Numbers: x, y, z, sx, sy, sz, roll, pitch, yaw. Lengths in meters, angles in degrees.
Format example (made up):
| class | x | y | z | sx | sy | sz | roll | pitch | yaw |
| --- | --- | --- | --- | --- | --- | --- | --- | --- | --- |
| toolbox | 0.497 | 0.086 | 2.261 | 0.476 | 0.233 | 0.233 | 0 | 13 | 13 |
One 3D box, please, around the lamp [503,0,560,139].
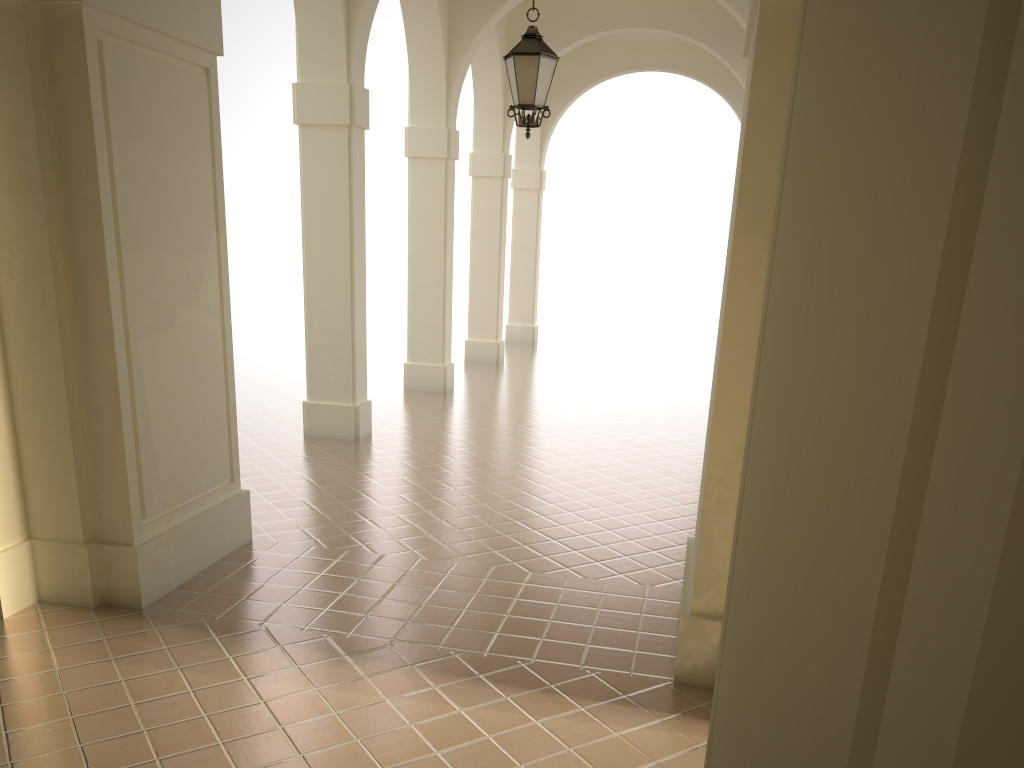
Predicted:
| class | x | y | z | sx | sy | sz | roll | pitch | yaw |
| --- | --- | --- | --- | --- | --- | --- | --- | --- | --- |
| lamp | 0.209 | -3.825 | 7.275 | 0.508 | 3.462 | 0.424 | 6 | 17 | 11 |
